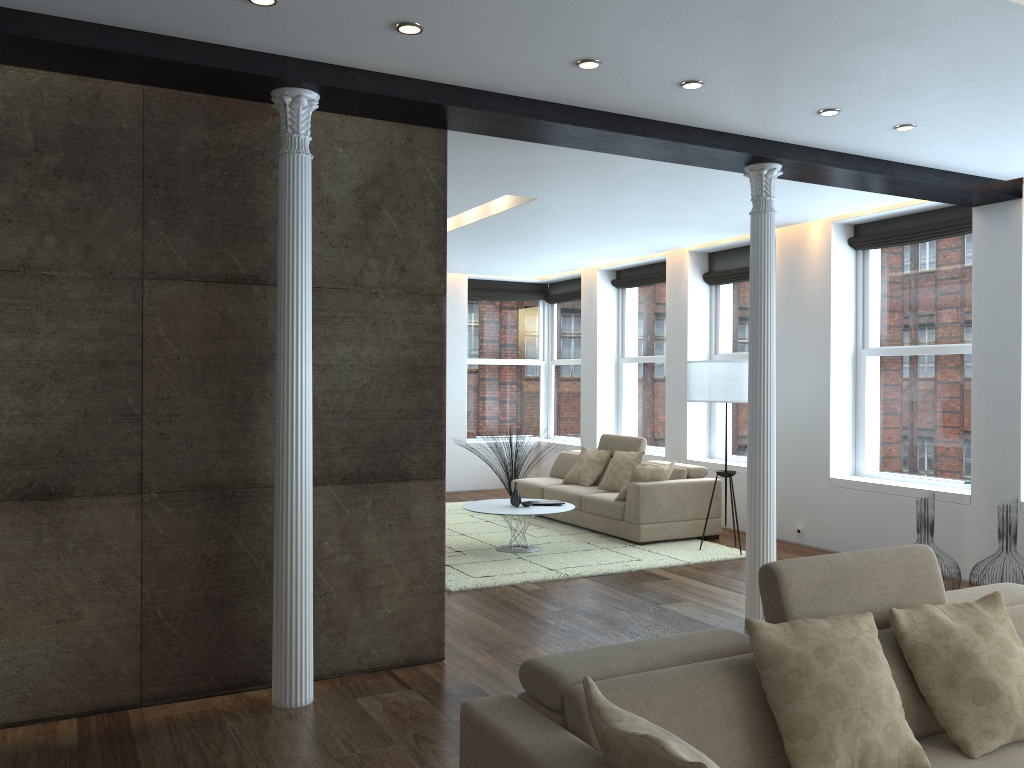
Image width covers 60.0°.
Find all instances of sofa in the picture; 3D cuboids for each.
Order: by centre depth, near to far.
[{"bbox_3d":[1.210,1.059,2.772,2.581,0.950,1.021,0,0,-28],"label":"sofa"},{"bbox_3d":[1.021,1.041,9.573,1.018,0.950,2.581,0,0,-27],"label":"sofa"}]

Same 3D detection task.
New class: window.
[{"bbox_3d":[3.527,-0.267,7.615,0.123,2.400,1.391,0,0,-27],"label":"window"},{"bbox_3d":[2.572,-0.276,9.450,0.123,2.400,1.345,0,0,-27],"label":"window"},{"bbox_3d":[1.744,-0.284,11.042,0.123,2.400,1.444,0,0,-27],"label":"window"},{"bbox_3d":[-0.123,-0.299,12.989,1.474,2.400,0.123,0,0,-27],"label":"window"},{"bbox_3d":[3.526,0.306,20.959,34.761,17.917,13.698,0,0,-27],"label":"window"}]

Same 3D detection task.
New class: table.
[{"bbox_3d":[0.059,1.299,8.019,1.022,0.393,1.022,0,0,17],"label":"table"}]

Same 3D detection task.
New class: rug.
[{"bbox_3d":[-0.113,1.502,9.007,2.972,0.020,4.231,0,0,-27],"label":"rug"}]

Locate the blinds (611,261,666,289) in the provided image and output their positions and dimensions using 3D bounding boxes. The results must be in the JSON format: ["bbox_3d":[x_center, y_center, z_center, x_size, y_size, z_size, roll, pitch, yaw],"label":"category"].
[{"bbox_3d":[1.695,-1.359,11.008,0.156,0.275,1.442,0,0,-27],"label":"blinds"}]

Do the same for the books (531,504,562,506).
[{"bbox_3d":[0.311,1.099,8.133,0.300,0.010,0.220,0,0,8],"label":"books"}]

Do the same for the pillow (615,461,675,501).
[{"bbox_3d":[1.290,0.937,8.569,0.518,0.393,0.395,0,0,-31],"label":"pillow"}]

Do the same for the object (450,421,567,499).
[{"bbox_3d":[-0.004,0.982,11.083,1.119,1.014,1.125,0,0,-41],"label":"object"}]

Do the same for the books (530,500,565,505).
[{"bbox_3d":[0.314,1.090,8.158,0.300,0.010,0.220,0,0,-12],"label":"books"}]

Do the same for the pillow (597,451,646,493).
[{"bbox_3d":[1.150,0.913,9.353,0.301,0.439,0.534,0,0,-31],"label":"pillow"}]

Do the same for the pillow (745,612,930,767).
[{"bbox_3d":[0.979,0.929,2.667,0.534,0.439,0.301,0,0,-24],"label":"pillow"}]

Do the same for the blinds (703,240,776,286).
[{"bbox_3d":[2.522,-1.291,9.419,0.156,0.393,1.342,0,0,-27],"label":"blinds"}]

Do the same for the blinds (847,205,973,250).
[{"bbox_3d":[3.477,-1.341,7.584,0.156,0.275,1.396,0,0,-27],"label":"blinds"}]

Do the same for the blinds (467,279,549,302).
[{"bbox_3d":[-0.091,-1.354,12.902,1.442,0.312,0.155,0,0,-28],"label":"blinds"}]

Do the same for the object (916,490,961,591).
[{"bbox_3d":[2.931,1.144,6.290,0.458,0.781,0.458,0,0,-28],"label":"object"}]

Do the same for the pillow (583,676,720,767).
[{"bbox_3d":[0.415,0.949,2.105,0.395,0.393,0.518,0,0,-24],"label":"pillow"}]

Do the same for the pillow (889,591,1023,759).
[{"bbox_3d":[1.539,0.942,2.944,0.519,0.416,0.368,0,0,-23],"label":"pillow"}]

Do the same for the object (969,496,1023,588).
[{"bbox_3d":[3.340,1.147,5.977,0.458,0.781,0.458,0,0,-28],"label":"object"}]

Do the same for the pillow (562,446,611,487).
[{"bbox_3d":[0.850,0.920,9.901,0.368,0.416,0.519,0,0,-32],"label":"pillow"}]

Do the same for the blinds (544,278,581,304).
[{"bbox_3d":[0.856,-1.341,12.619,0.156,0.327,1.377,0,0,-27],"label":"blinds"}]

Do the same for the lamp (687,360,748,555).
[{"bbox_3d":[1.930,0.657,7.993,0.698,1.728,0.698,0,0,-4],"label":"lamp"}]
